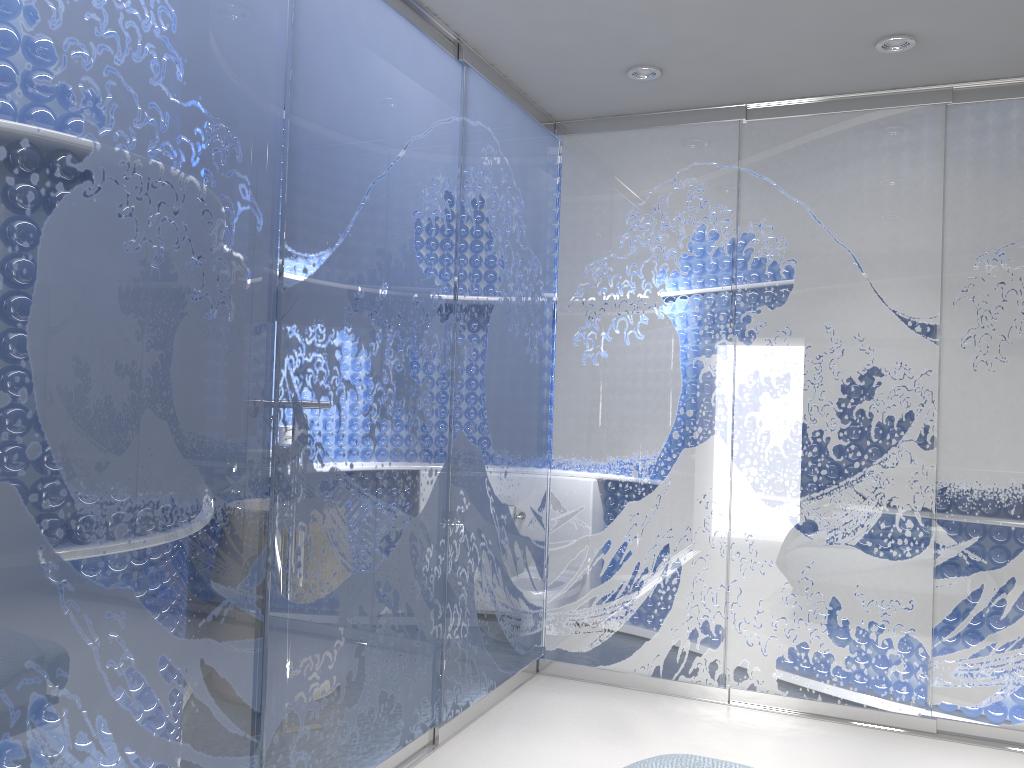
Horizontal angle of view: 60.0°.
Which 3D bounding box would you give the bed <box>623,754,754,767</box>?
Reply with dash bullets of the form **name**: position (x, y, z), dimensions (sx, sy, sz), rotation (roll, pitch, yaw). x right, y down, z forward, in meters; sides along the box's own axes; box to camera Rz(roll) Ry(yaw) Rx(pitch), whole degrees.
- **bed**: position (0.459, 0.939, 1.123), dimensions (1.411, 0.752, 2.319), rotation (2, -1, 23)
